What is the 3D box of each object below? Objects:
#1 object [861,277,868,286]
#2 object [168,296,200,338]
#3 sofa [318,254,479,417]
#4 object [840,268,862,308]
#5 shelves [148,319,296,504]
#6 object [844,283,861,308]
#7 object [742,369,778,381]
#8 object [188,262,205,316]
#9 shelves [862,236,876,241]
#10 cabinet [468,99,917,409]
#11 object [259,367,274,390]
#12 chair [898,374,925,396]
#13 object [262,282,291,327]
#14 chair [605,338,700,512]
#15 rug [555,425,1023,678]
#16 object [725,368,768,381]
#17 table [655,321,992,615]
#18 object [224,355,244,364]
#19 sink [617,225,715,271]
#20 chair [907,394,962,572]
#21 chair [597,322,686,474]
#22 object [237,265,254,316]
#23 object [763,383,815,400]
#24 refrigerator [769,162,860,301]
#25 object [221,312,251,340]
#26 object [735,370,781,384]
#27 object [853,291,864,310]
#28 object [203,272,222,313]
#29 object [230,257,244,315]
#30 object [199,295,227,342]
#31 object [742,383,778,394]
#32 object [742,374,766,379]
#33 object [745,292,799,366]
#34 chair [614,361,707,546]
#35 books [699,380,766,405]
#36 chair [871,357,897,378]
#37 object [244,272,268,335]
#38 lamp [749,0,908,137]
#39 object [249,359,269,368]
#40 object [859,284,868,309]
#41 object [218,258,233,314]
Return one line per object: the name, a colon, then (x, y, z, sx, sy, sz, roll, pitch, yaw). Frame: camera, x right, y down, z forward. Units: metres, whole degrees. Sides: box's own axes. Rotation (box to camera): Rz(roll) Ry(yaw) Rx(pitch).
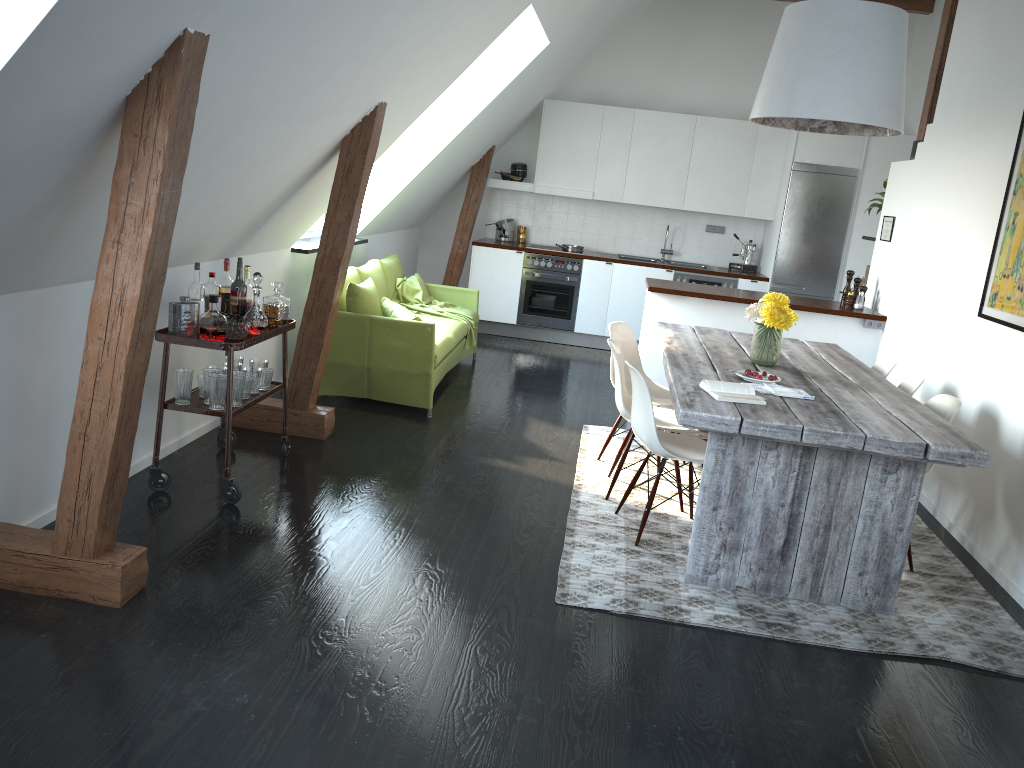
object: (2.979, -0.769, 7.054, 0.287, 0.101, 0.329, 7, 13, 0)
object: (-1.429, -0.289, 3.875, 0.052, 0.182, 0.135, 18, 17, 41)
sofa: (-0.816, -0.465, 6.704, 0.898, 0.825, 2.093, 8, 13, 4)
object: (2.528, -0.714, 6.592, 0.123, 0.283, 0.061, 8, 13, 5)
shelves: (-1.363, 0.078, 4.253, 0.438, 0.732, 0.803, 7, 13, 1)
object: (2.501, -0.654, 6.522, 0.080, 0.192, 0.058, 4, 13, -10)
object: (1.135, -0.039, 4.046, 0.132, 0.034, 0.144, 1, 14, -22)
object: (-1.416, -0.384, 3.976, 0.073, 0.320, 0.073, 6, 13, -4)
shelves: (3.098, -0.843, 6.989, 0.660, 0.553, 0.408, 8, 13, 5)
cabinet: (1.625, -1.224, 7.821, 4.208, 2.369, 3.033, 8, 13, 5)
object: (-1.226, -0.024, 4.383, 0.092, 0.099, 0.092, 3, 13, -17)
chair: (1.816, 0.307, 4.718, 0.542, 0.801, 0.465, 9, 13, 11)
object: (-1.171, -0.400, 4.413, 0.101, 0.211, 0.101, 11, 14, 20)
chair: (0.713, 0.196, 4.642, 0.542, 0.801, 0.465, 8, 13, 6)
rug: (1.255, 0.678, 4.582, 1.898, 0.022, 2.677, 8, 13, 5)
object: (1.066, -0.043, 4.036, 0.194, 0.022, 0.019, 11, 14, 20)
table: (1.288, 0.299, 4.516, 1.141, 0.788, 2.421, 8, 13, 5)
object: (-1.407, -0.078, 4.482, 0.095, 0.119, 0.095, -1, 15, -32)
sink: (1.557, -1.344, 8.993, 0.963, 0.519, 0.671, 8, 13, 5)
chair: (1.741, 0.417, 4.198, 0.542, 0.801, 0.465, 7, 13, 1)
chair: (0.785, 0.076, 5.202, 0.542, 0.801, 0.465, 14, 15, 31)
object: (-1.260, -0.409, 4.201, 0.081, 0.307, 0.081, 9, 13, 11)
object: (1.197, 0.031, 3.840, 0.182, 0.016, 0.179, 7, 13, 0)
refrigerator: (2.821, -1.132, 8.466, 0.609, 1.868, 0.031, 8, 13, 5)
object: (-1.279, -0.260, 4.012, 0.245, 0.092, 0.151, 15, 15, 33)
object: (1.119, -0.027, 4.039, 0.205, 0.024, 0.205, 6, 13, -3)
object: (2.542, -0.611, 6.482, 0.069, 0.135, 0.069, 2, 14, -19)
object: (-1.419, -0.398, 4.183, 0.067, 0.257, 0.099, 9, 13, 10)
object: (-1.314, -0.443, 4.263, 0.080, 0.329, 0.080, 6, 13, -4)
object: (-1.297, -0.283, 3.848, 0.087, 0.206, 0.087, 14, 15, 30)
object: (1.117, 0.017, 3.863, 0.182, 0.014, 0.185, 2, 14, -20)
object: (1.103, -0.033, 4.039, 0.110, 0.011, 0.058, 9, 13, 9)
object: (1.294, -0.277, 4.444, 0.233, 0.365, 0.293, 1, 14, -23)
chair: (0.740, 0.316, 4.129, 0.542, 0.801, 0.465, 5, 13, -8)
books: (0.909, 0.027, 3.659, 0.202, 0.042, 0.251, 5, 13, -6)
chair: (1.874, 0.209, 5.177, 0.542, 0.801, 0.465, 8, 13, 6)
object: (-1.186, -0.374, 4.112, 0.114, 0.292, 0.114, 1, 14, -22)
lamp: (1.652, -2.570, 3.877, 0.757, 2.813, 0.697, -2, 15, -34)
object: (-1.279, -0.061, 4.472, 0.095, 0.119, 0.095, -1, 15, -32)
object: (2.581, -0.646, 6.542, 0.058, 0.184, 0.058, 7, 13, 2)
object: (-1.408, -0.464, 4.364, 0.081, 0.308, 0.081, 6, 13, -3)
